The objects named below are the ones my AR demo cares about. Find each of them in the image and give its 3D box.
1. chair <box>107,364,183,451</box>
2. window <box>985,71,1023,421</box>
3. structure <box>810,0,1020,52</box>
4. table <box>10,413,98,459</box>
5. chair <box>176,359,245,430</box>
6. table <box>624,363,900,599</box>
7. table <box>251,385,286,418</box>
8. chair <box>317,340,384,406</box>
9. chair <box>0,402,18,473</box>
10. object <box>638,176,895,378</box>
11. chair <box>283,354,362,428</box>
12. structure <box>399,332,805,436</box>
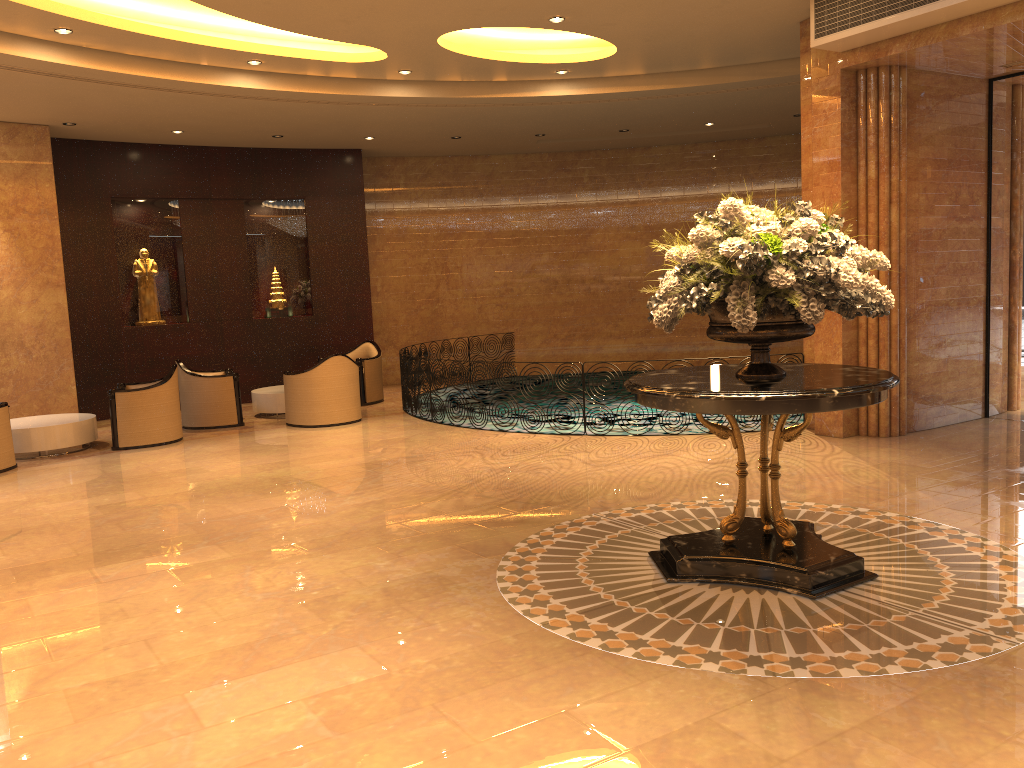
[{"bbox_3d":[-4.364,0.243,10.592,0.769,0.916,0.951,-5,7,-17],"label":"chair"},{"bbox_3d":[5.984,-1.265,7.909,0.047,3.571,3.515,-7,8,-32],"label":"window"},{"bbox_3d":[4.014,-3.201,6.490,0.425,0.483,4.113,-7,8,-32],"label":"structure"},{"bbox_3d":[-5.494,0.606,10.349,1.196,0.354,1.196,-3,6,-6],"label":"table"},{"bbox_3d":[-4.035,0.091,11.808,0.769,0.916,0.951,-5,7,-22],"label":"chair"},{"bbox_3d":[1.407,0.492,5.076,1.493,1.089,1.493,-8,8,-39],"label":"table"},{"bbox_3d":[-3.079,0.235,12.631,1.196,0.354,1.196,-3,6,-5],"label":"table"},{"bbox_3d":[-2.397,-0.182,13.542,0.951,0.916,0.769,1,8,32],"label":"chair"},{"bbox_3d":[-5.706,0.485,9.004,0.951,0.916,0.769,-2,6,2],"label":"chair"},{"bbox_3d":[1.390,-0.543,4.945,1.277,0.999,1.318,-3,6,-2],"label":"object"},{"bbox_3d":[-2.396,0.051,11.462,0.951,0.916,0.769,-8,8,-37],"label":"chair"},{"bbox_3d":[0.326,-0.062,12.618,3.815,0.995,7.624,-4,7,-14],"label":"structure"}]
